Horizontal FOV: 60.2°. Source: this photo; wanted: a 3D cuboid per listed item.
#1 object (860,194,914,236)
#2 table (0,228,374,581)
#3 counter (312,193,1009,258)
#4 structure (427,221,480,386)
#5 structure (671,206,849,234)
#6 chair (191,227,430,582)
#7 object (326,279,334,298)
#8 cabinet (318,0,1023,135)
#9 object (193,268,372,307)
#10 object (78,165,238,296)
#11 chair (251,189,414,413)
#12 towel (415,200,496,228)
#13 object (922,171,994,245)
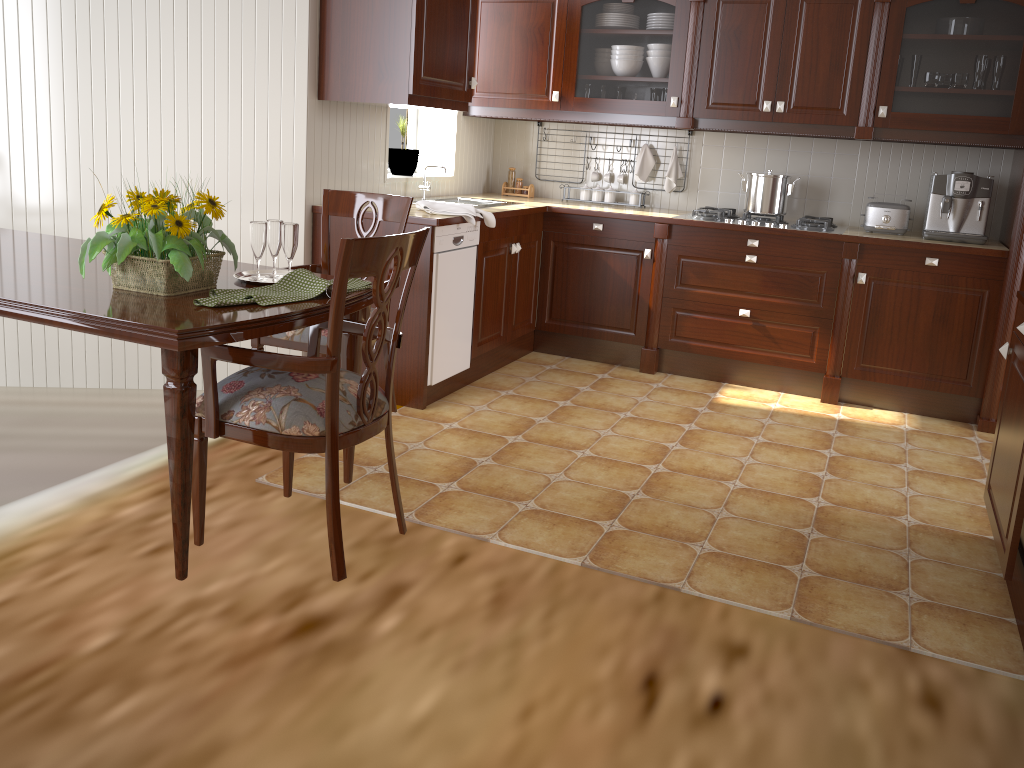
[{"bbox_3d":[1.832,-0.829,4.316,0.244,0.185,0.142,10,14,23],"label":"object"},{"bbox_3d":[-1.219,-0.046,2.355,1.685,0.549,0.744,10,15,22],"label":"table"},{"bbox_3d":[0.774,-0.726,4.096,2.795,0.031,1.848,10,17,22],"label":"counter"},{"bbox_3d":[-0.420,-0.361,3.942,0.381,0.735,0.429,9,13,22],"label":"structure"},{"bbox_3d":[1.283,-0.848,4.530,0.819,0.045,0.598,10,17,22],"label":"structure"},{"bbox_3d":[-0.464,0.004,2.028,0.461,0.734,0.409,9,13,22],"label":"chair"},{"bbox_3d":[-0.477,-0.240,2.122,0.147,0.046,0.047,15,17,35],"label":"object"},{"bbox_3d":[0.750,-1.498,3.749,2.793,0.767,1.386,10,16,22],"label":"cabinet"},{"bbox_3d":[-0.515,-0.238,2.095,0.168,0.055,0.533,14,19,34],"label":"object"},{"bbox_3d":[-0.822,-0.355,2.044,0.299,0.332,0.323,7,14,14],"label":"object"},{"bbox_3d":[-0.577,-0.239,2.869,0.406,0.734,0.465,8,13,19],"label":"chair"},{"bbox_3d":[-0.242,-0.744,3.888,0.343,0.096,0.336,0,16,-14],"label":"towel"},{"bbox_3d":[2.109,-0.840,4.180,0.276,0.317,0.327,9,15,22],"label":"object"}]
